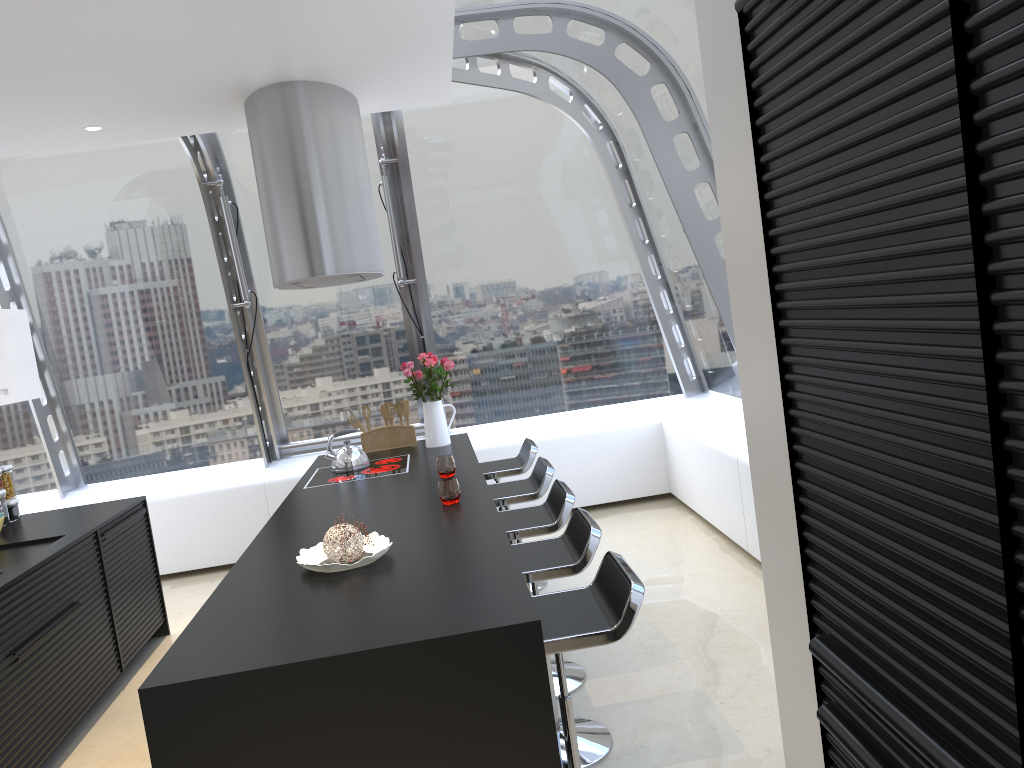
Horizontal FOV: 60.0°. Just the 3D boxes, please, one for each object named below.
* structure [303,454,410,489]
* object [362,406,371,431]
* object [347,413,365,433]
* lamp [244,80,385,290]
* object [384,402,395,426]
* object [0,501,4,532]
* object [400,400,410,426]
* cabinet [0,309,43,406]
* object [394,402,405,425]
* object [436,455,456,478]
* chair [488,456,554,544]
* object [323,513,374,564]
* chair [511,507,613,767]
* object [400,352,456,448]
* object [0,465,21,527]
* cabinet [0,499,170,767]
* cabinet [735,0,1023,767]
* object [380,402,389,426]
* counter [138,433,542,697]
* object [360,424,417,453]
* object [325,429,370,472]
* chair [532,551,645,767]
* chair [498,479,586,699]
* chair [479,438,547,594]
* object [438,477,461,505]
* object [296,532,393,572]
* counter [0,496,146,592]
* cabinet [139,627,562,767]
[{"bbox_3d":[-0.864,0.513,5.065,0.562,0.041,0.640,-8,5,-5],"label":"structure"},{"bbox_3d":[-0.936,0.289,5.800,0.055,0.299,0.027,-8,5,-4],"label":"object"},{"bbox_3d":[-0.970,0.312,5.797,0.199,0.259,0.016,-8,5,6],"label":"object"},{"bbox_3d":[-1.084,-1.048,4.934,0.606,0.966,1.112,-8,5,-5],"label":"lamp"},{"bbox_3d":[-0.783,0.269,5.791,0.057,0.299,0.019,-8,5,-4],"label":"object"},{"bbox_3d":[-2.710,0.701,4.541,0.185,0.205,0.205,-10,5,-17],"label":"object"},{"bbox_3d":[-0.685,0.254,5.819,0.057,0.294,0.030,-8,5,-4],"label":"object"},{"bbox_3d":[-2.755,-0.019,3.280,0.343,0.515,3.741,-8,5,-5],"label":"cabinet"},{"bbox_3d":[-0.720,0.260,5.799,0.068,0.298,0.039,-8,5,-4],"label":"object"},{"bbox_3d":[-0.334,0.417,4.486,0.095,0.106,0.095,-7,5,16],"label":"object"},{"bbox_3d":[0.027,0.844,4.559,0.460,0.857,0.418,-8,5,-4],"label":"chair"},{"bbox_3d":[-0.589,0.547,3.097,0.190,0.191,0.165,-6,5,23],"label":"object"},{"bbox_3d":[0.132,0.937,3.296,0.460,0.857,0.418,-8,5,-4],"label":"chair"},{"bbox_3d":[-0.503,0.096,5.598,0.350,0.596,0.327,-8,5,2],"label":"object"},{"bbox_3d":[-2.860,0.633,4.885,0.113,0.315,0.365,-8,5,-5],"label":"object"},{"bbox_3d":[-2.399,0.318,2.624,0.831,2.901,5.157,-8,5,-5],"label":"cabinet"},{"bbox_3d":[0.960,0.211,0.466,0.831,2.558,2.252,-8,5,-4],"label":"cabinet"},{"bbox_3d":[-0.818,0.273,5.808,0.061,0.299,0.040,-9,5,-6],"label":"object"},{"bbox_3d":[-0.610,0.550,4.105,1.006,0.018,3.800,-8,5,-5],"label":"counter"},{"bbox_3d":[-0.807,0.351,5.805,0.353,0.157,0.084,-8,5,-4],"label":"object"},{"bbox_3d":[-0.963,0.378,5.210,0.221,0.230,0.221,-6,5,26],"label":"object"},{"bbox_3d":[0.186,0.985,2.648,0.460,0.857,0.418,-8,5,-4],"label":"chair"},{"bbox_3d":[0.082,0.893,3.894,0.460,0.857,0.418,-8,5,-4],"label":"chair"},{"bbox_3d":[-0.033,0.790,5.286,0.460,0.857,0.418,-8,5,-4],"label":"chair"},{"bbox_3d":[-0.271,0.464,3.834,0.095,0.106,0.095,-9,5,-7],"label":"object"},{"bbox_3d":[-0.586,0.607,3.113,0.334,0.078,0.329,-10,5,-18],"label":"object"},{"bbox_3d":[-2.384,0.866,3.379,0.804,0.025,3.738,-8,5,-5],"label":"counter"},{"bbox_3d":[-0.551,0.972,4.142,1.007,0.838,3.800,-8,5,-5],"label":"cabinet"}]
